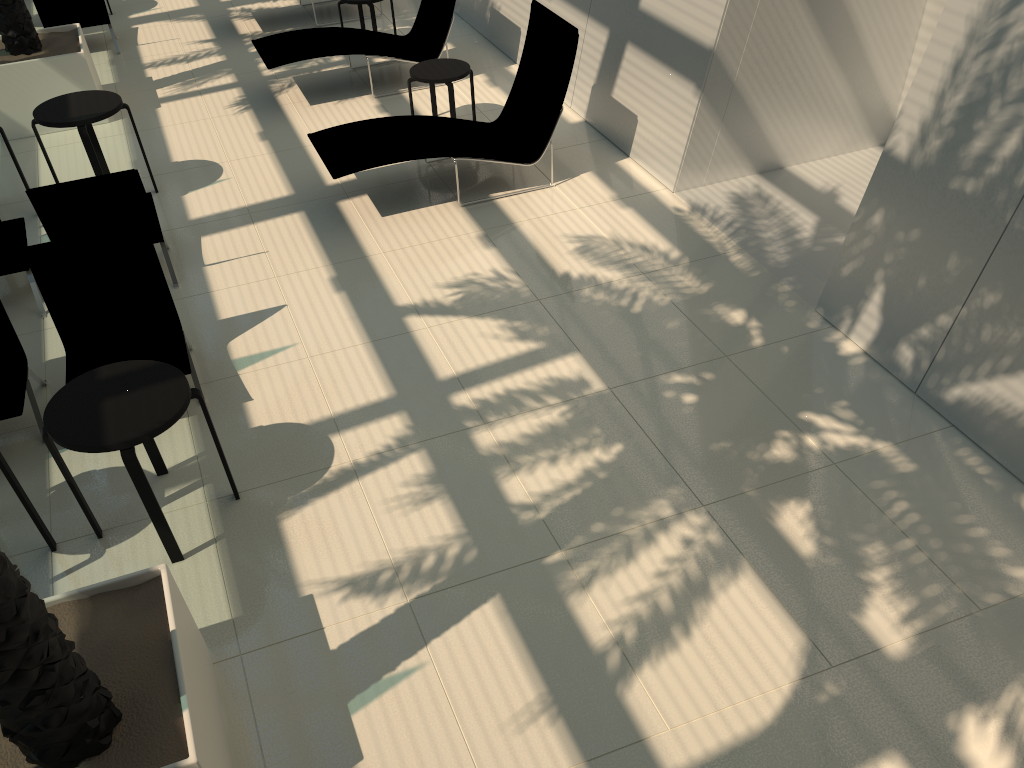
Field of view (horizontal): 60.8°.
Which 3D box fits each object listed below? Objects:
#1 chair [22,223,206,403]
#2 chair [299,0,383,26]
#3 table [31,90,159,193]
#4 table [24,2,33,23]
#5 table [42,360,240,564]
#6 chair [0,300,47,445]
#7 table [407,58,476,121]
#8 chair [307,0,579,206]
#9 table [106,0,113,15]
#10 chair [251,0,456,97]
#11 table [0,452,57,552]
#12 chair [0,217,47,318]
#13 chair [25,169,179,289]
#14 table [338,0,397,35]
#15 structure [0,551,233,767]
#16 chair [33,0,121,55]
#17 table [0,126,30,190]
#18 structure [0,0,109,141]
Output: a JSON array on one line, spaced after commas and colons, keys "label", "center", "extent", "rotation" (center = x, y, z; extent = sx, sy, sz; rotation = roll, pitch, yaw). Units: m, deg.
[{"label": "chair", "center": [-2.352, -0.286, 5.202], "extent": [0.707, 0.965, 0.821], "rotation": [-16, 43, -15]}, {"label": "chair", "center": [-2.513, -5.050, 10.430], "extent": [2.013, 1.257, 0.853], "rotation": [-15, 43, -14]}, {"label": "table", "center": [-3.438, -1.894, 7.211], "extent": [0.675, 0.848, 0.625], "rotation": [9, 43, 14]}, {"label": "table", "center": [-6.433, -4.763, 10.701], "extent": [0.675, 0.848, 0.625], "rotation": [9, 43, 14]}, {"label": "table", "center": [-1.887, 0.399, 4.480], "extent": [0.669, 0.848, 0.631], "rotation": [16, 45, 20]}, {"label": "chair", "center": [-3.219, -0.051, 4.994], "extent": [0.707, 0.965, 0.821], "rotation": [-16, 43, -15]}, {"label": "table", "center": [-0.644, -2.649, 8.094], "extent": [0.548, 0.562, 0.511], "rotation": [13, 44, 17]}, {"label": "chair", "center": [-0.583, -2.179, 7.012], "extent": [2.013, 1.257, 0.853], "rotation": [-15, 43, -14]}, {"label": "table", "center": [-5.532, -5.007, 10.918], "extent": [0.675, 0.848, 0.625], "rotation": [9, 43, 14]}, {"label": "chair", "center": [-1.563, -3.636, 8.747], "extent": [2.013, 1.257, 0.853], "rotation": [-15, 43, -14]}, {"label": "table", "center": [-2.788, 0.643, 4.263], "extent": [0.669, 0.848, 0.631], "rotation": [16, 45, 20]}, {"label": "chair", "center": [-3.832, -0.987, 6.108], "extent": [0.707, 0.965, 0.821], "rotation": [-16, 43, -15]}, {"label": "chair", "center": [-2.966, -1.222, 6.316], "extent": [0.707, 0.965, 0.821], "rotation": [-16, 43, -15]}, {"label": "table", "center": [-1.624, -4.106, 9.829], "extent": [0.548, 0.562, 0.511], "rotation": [13, 44, 17]}, {"label": "structure", "center": [-1.801, -1.041, 0.969], "extent": [4.273, 7.616, 4.595], "rotation": [-33, 49, -30]}, {"label": "chair", "center": [-5.069, -4.349, 10.040], "extent": [0.707, 0.965, 0.821], "rotation": [-16, 43, -15]}, {"label": "table", "center": [-4.340, -1.649, 6.994], "extent": [0.675, 0.848, 0.625], "rotation": [9, 43, 14]}, {"label": "structure", "center": [-4.786, -5.522, 6.304], "extent": [4.729, 7.616, 4.150], "rotation": [-21, 44, -19]}]
